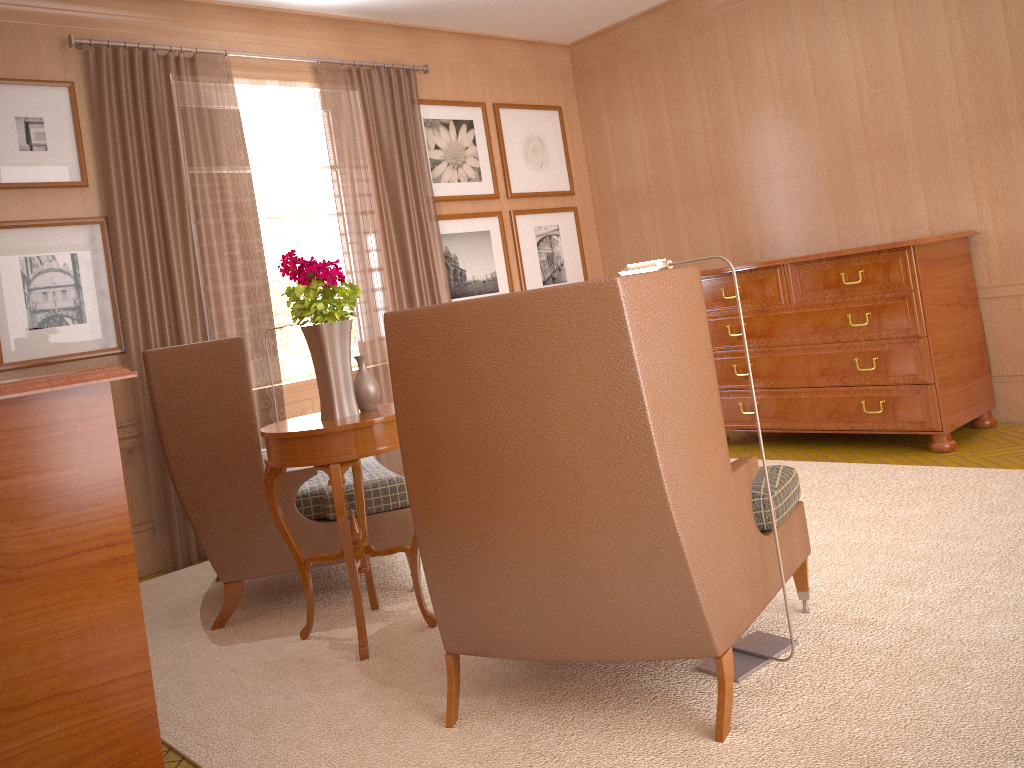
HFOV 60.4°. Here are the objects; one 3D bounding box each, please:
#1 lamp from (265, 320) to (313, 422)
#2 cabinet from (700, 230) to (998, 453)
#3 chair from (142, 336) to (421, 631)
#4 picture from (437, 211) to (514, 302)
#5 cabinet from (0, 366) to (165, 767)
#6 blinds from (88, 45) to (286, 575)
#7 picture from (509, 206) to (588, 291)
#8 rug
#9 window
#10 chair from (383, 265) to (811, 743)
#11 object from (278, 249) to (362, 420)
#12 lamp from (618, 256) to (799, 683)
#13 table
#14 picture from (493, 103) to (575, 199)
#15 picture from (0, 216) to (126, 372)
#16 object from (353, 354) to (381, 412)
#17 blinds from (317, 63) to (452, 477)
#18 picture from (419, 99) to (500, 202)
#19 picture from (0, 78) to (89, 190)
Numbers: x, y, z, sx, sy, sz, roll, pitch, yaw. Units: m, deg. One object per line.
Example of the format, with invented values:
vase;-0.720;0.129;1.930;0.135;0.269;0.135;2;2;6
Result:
lamp;-1.819;0.466;7.742;0.628;2.032;0.564;-9;-1;10
cabinet;3.353;-0.409;9.243;1.430;1.946;2.745;-10;3;-42
chair;-1.827;0.579;6.884;1.729;1.978;1.903;-9;2;-17
picture;-0.500;-1.470;10.777;1.262;1.252;0.047;-11;0;-42
cabinet;-2.776;1.047;4.004;1.430;1.946;2.745;-10;3;-42
blinds;-2.970;-0.800;8.329;1.440;4.812;0.263;-8;-1;-41
picture;0.526;-1.721;11.729;1.262;1.252;0.047;-11;0;-42
rug;0.860;1.263;6.009;6.060;0.020;7.897;-14;8;-42
window;-2.569;-1.658;9.531;2.457;3.387;0.838;-10;0;-42
chair;0.369;0.480;4.488;1.897;1.978;1.734;-8;2;23
object;-1.165;-0.333;5.588;0.529;1.092;0.451;-9;0;-44
lamp;0.959;0.365;4.442;0.626;2.037;0.566;-9;-1;18
table;-1.007;0.890;5.567;0.933;1.375;1.030;-9;1;-35
picture;0.313;-3.116;11.762;1.262;1.252;0.047;-11;0;-42
picture;-3.954;-0.804;7.598;1.060;1.252;0.047;-10;0;-42
object;-0.955;-0.007;5.711;0.186;0.359;0.185;-9;0;-9
blinds;-1.278;-1.220;9.904;1.460;4.802;0.264;-8;-1;-43
picture;-0.712;-2.865;10.810;1.262;1.252;0.047;-11;0;-42
picture;-4.163;-2.168;7.629;0.813;0.960;0.047;-10;0;-42
